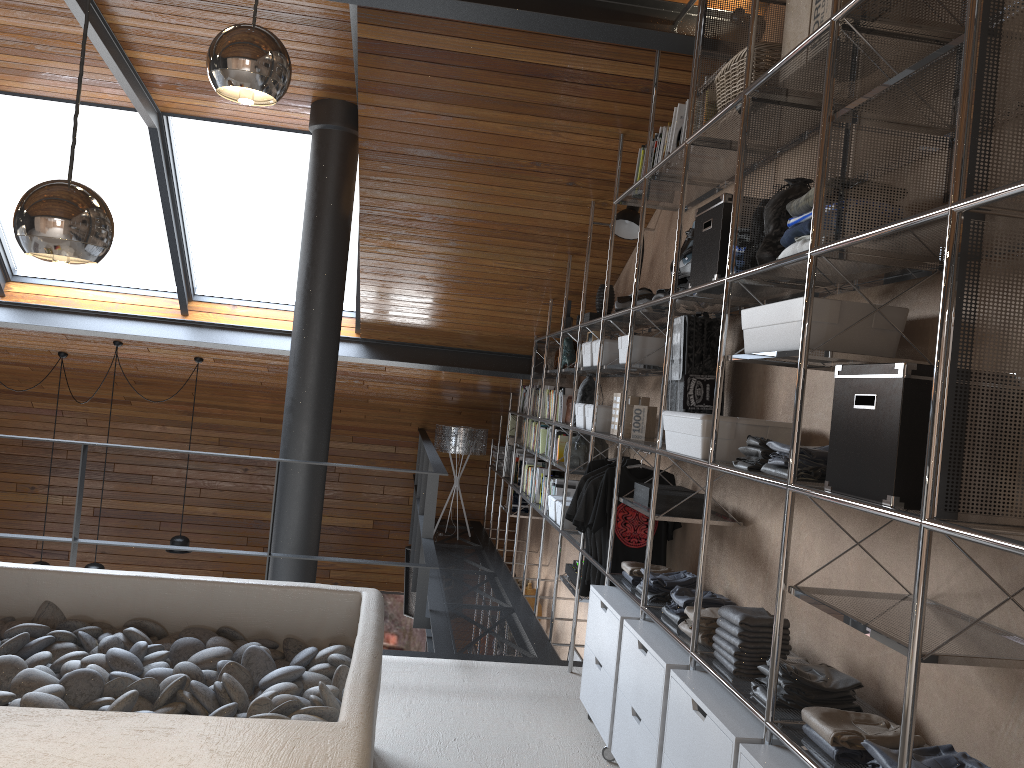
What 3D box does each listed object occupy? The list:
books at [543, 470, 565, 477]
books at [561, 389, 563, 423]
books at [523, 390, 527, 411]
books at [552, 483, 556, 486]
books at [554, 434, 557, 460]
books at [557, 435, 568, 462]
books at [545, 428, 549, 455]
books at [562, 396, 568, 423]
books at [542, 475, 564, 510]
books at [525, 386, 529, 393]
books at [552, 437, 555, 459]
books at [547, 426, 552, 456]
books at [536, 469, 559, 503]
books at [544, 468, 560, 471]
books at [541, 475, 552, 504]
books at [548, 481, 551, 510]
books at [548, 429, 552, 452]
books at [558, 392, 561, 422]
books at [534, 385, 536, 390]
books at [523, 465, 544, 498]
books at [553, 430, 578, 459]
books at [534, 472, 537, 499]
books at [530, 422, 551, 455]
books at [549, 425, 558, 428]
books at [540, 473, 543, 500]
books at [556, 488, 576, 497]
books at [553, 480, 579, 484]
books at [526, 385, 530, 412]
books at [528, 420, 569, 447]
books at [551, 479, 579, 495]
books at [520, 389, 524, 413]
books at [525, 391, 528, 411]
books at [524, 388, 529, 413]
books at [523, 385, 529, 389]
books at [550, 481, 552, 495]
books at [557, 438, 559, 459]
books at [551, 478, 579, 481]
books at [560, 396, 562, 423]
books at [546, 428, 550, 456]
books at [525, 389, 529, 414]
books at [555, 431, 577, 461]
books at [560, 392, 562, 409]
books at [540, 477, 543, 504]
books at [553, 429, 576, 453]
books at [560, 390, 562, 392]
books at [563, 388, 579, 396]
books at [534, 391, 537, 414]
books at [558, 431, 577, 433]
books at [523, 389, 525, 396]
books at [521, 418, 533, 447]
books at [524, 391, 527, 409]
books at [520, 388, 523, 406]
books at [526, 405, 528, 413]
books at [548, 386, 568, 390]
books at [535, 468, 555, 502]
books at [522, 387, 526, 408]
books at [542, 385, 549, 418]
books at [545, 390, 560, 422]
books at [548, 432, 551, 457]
[{"bbox_3d":[0.281,0.710,6.079,0.148,0.233,0.053,6,-1,-7],"label":"books"},{"bbox_3d":[0.392,0.144,5.618,0.161,0.215,0.092,6,-1,-7],"label":"books"},{"bbox_3d":[0.156,0.148,7.259,0.111,0.194,0.059,6,-1,-7],"label":"books"},{"bbox_3d":[0.334,0.734,5.699,0.160,0.188,0.060,6,-1,-7],"label":"books"},{"bbox_3d":[0.348,0.414,5.720,0.148,0.167,0.053,6,-1,-7],"label":"books"},{"bbox_3d":[0.359,0.416,5.647,0.129,0.165,0.056,6,-1,-7],"label":"books"},{"bbox_3d":[0.307,0.401,6.079,0.148,0.190,0.013,6,-1,-7],"label":"books"},{"bbox_3d":[0.369,0.163,5.582,0.112,0.169,0.068,6,-1,-7],"label":"books"},{"bbox_3d":[0.289,0.726,5.922,0.136,0.210,0.273,6,-1,-7],"label":"books"},{"bbox_3d":[0.163,0.134,7.269,0.122,0.227,0.076,6,-1,-7],"label":"books"},{"bbox_3d":[0.334,0.416,5.847,0.143,0.161,0.019,6,-1,-7],"label":"books"},{"bbox_3d":[0.343,0.396,6.041,0.191,0.207,0.012,6,-1,-7],"label":"books"},{"bbox_3d":[0.246,0.707,6.110,0.148,0.233,0.053,6,-1,-7],"label":"books"},{"bbox_3d":[0.253,0.707,6.190,0.143,0.236,0.062,6,-1,-7],"label":"books"},{"bbox_3d":[0.275,0.725,6.048,0.137,0.201,0.047,6,-1,-7],"label":"books"},{"bbox_3d":[0.311,0.732,5.791,0.148,0.189,0.053,6,-1,-7],"label":"books"},{"bbox_3d":[0.330,0.404,5.986,0.160,0.187,0.021,6,-1,-7],"label":"books"},{"bbox_3d":[0.363,0.153,5.670,0.127,0.192,0.079,6,-1,-7],"label":"books"},{"bbox_3d":[0.233,0.133,6.884,0.148,0.234,0.033,6,-1,-7],"label":"books"},{"bbox_3d":[0.187,0.722,6.567,0.139,0.211,0.467,6,-1,-8],"label":"books"},{"bbox_3d":[0.350,0.402,5.797,0.148,0.190,0.013,6,-1,-7],"label":"books"},{"bbox_3d":[0.244,0.718,6.326,0.155,0.215,0.055,6,-1,-7],"label":"books"},{"bbox_3d":[0.241,0.392,6.399,0.139,0.208,0.494,6,-1,-7],"label":"books"},{"bbox_3d":[0.344,0.396,6.095,0.207,0.207,0.010,6,-1,-7],"label":"books"},{"bbox_3d":[0.270,0.723,6.087,0.149,0.205,0.049,6,-1,-8],"label":"books"},{"bbox_3d":[0.338,0.744,5.605,0.130,0.166,0.046,6,-1,-7],"label":"books"},{"bbox_3d":[0.352,0.729,5.743,0.192,0.202,0.055,6,-1,-7],"label":"books"},{"bbox_3d":[0.195,0.127,7.029,0.148,0.229,0.073,6,-1,-7],"label":"books"},{"bbox_3d":[0.258,0.389,6.424,0.138,0.212,1.040,6,-1,-7],"label":"books"},{"bbox_3d":[0.346,0.727,5.754,0.191,0.205,0.055,6,-1,-7],"label":"books"},{"bbox_3d":[0.143,0.148,7.405,0.127,0.197,0.063,6,-1,-7],"label":"books"},{"bbox_3d":[0.181,0.145,7.209,0.131,0.203,0.068,6,-1,-7],"label":"books"},{"bbox_3d":[0.179,0.141,7.223,0.137,0.213,0.068,6,-1,-7],"label":"books"},{"bbox_3d":[0.156,0.131,7.481,0.143,0.233,0.081,6,-1,-7],"label":"books"},{"bbox_3d":[0.331,0.734,5.765,0.169,0.188,0.058,6,-1,-7],"label":"books"},{"bbox_3d":[0.354,0.424,5.662,0.131,0.147,0.045,6,-1,-7],"label":"books"},{"bbox_3d":[0.347,0.727,5.807,0.207,0.206,0.053,6,-1,-7],"label":"books"},{"bbox_3d":[0.367,0.166,5.641,0.119,0.166,0.072,6,-1,-7],"label":"books"},{"bbox_3d":[0.327,0.403,6.053,0.169,0.189,0.018,6,-1,-7],"label":"books"},{"bbox_3d":[0.187,0.140,7.166,0.133,0.215,0.070,6,-1,-7],"label":"books"},{"bbox_3d":[0.345,0.403,5.678,0.129,0.186,0.050,6,-1,-7],"label":"books"},{"bbox_3d":[0.371,0.153,5.660,0.127,0.192,0.079,6,-1,-7],"label":"books"},{"bbox_3d":[0.263,0.734,6.059,0.131,0.180,0.042,6,-1,-7],"label":"books"},{"bbox_3d":[0.350,0.400,5.829,0.146,0.195,0.023,6,-1,-7],"label":"books"},{"bbox_3d":[0.390,0.147,5.696,0.170,0.209,0.082,6,-1,-8],"label":"books"},{"bbox_3d":[0.407,0.134,5.613,0.177,0.209,0.082,6,-1,-7],"label":"books"},{"bbox_3d":[0.242,0.133,6.705,0.129,0.231,0.010,6,-1,-7],"label":"books"},{"bbox_3d":[0.353,0.403,5.762,0.129,0.188,0.010,6,-1,-7],"label":"books"},{"bbox_3d":[0.152,0.148,7.395,0.127,0.197,0.063,6,-1,-7],"label":"books"},{"bbox_3d":[0.166,0.385,7.047,0.130,0.216,0.311,6,-1,-7],"label":"books"},{"bbox_3d":[0.174,0.150,7.239,0.138,0.189,0.065,6,-1,-7],"label":"books"},{"bbox_3d":[0.146,0.141,7.592,0.149,0.202,0.067,6,-1,-8],"label":"books"},{"bbox_3d":[0.201,0.127,6.983,0.148,0.229,0.073,6,-1,-7],"label":"books"},{"bbox_3d":[0.322,0.134,6.208,0.148,0.233,0.053,6,-1,-7],"label":"books"},{"bbox_3d":[0.239,0.706,6.158,0.148,0.233,0.053,6,-1,-7],"label":"books"},{"bbox_3d":[0.174,0.139,7.346,0.161,0.220,0.074,6,-1,-7],"label":"books"},{"bbox_3d":[0.287,0.131,6.239,0.148,0.233,0.053,6,-1,-7],"label":"books"},{"bbox_3d":[0.323,0.147,5.937,0.139,0.206,0.497,6,-1,-8],"label":"books"},{"bbox_3d":[0.315,0.413,5.959,0.130,0.169,0.010,6,-1,-7],"label":"books"}]
